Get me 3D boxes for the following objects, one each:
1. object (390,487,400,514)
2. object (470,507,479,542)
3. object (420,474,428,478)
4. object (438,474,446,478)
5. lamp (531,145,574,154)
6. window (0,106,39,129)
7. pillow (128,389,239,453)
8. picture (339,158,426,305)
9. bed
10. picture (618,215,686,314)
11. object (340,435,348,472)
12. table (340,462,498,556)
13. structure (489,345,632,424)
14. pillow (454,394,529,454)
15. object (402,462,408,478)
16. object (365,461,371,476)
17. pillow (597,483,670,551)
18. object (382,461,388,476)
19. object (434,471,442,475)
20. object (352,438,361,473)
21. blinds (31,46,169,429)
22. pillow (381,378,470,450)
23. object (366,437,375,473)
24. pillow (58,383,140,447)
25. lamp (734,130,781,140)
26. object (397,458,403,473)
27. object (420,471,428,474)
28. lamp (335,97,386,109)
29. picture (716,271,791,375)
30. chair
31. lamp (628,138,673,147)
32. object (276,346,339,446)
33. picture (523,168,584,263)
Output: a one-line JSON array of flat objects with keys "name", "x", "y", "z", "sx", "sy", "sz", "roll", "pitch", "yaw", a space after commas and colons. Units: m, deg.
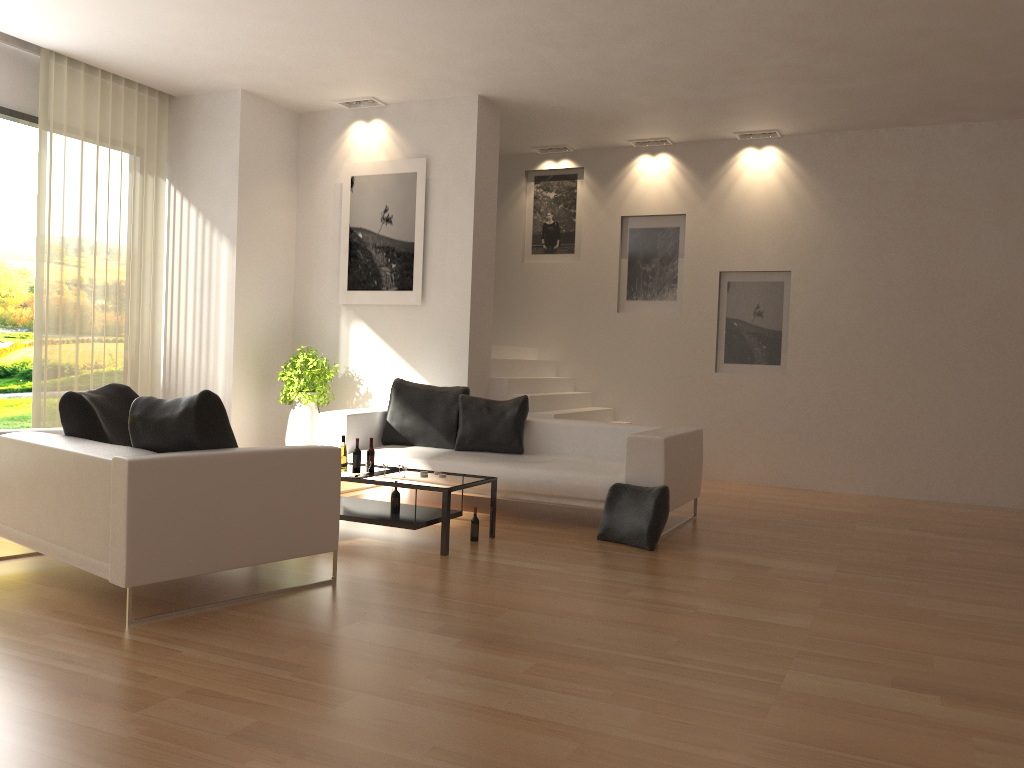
[{"name": "object", "x": -0.801, "y": 0.786, "z": 6.109, "sx": 0.065, "sy": 0.217, "sz": 0.065, "roll": 2, "pitch": 2, "yaw": 7}, {"name": "object", "x": -0.255, "y": 0.964, "z": 6.084, "sx": 0.059, "sy": 0.244, "sz": 0.059, "roll": 2, "pitch": 2, "yaw": 2}, {"name": "object", "x": -0.595, "y": 0.622, "z": 6.015, "sx": 0.052, "sy": 0.021, "sz": 0.052, "roll": 1, "pitch": 2, "yaw": -42}, {"name": "object", "x": -0.475, "y": 0.626, "z": 6.046, "sx": 0.052, "sy": 0.021, "sz": 0.052, "roll": 2, "pitch": 2, "yaw": 3}, {"name": "lamp", "x": 0.484, "y": -2.839, "z": 10.455, "sx": 0.446, "sy": 0.166, "sz": 0.243, "roll": 3, "pitch": 2, "yaw": 25}, {"name": "window", "x": -4.902, "y": -0.744, "z": 6.571, "sx": 0.152, "sy": 3.189, "sz": 5.198, "roll": 3, "pitch": 2, "yaw": 25}, {"name": "pillow", "x": -1.652, "y": 0.352, "z": 4.524, "sx": 0.506, "sy": 0.666, "sz": 0.324, "roll": 3, "pitch": 2, "yaw": 15}, {"name": "picture", "x": -1.304, "y": -1.513, "z": 8.863, "sx": 0.979, "sy": 1.431, "sz": 0.004, "roll": 3, "pitch": 2, "yaw": 25}, {"name": "bed", "x": -0.060, "y": 0.671, "z": 7.504, "sx": 3.075, "sy": 0.761, "sz": 1.262, "roll": 3, "pitch": 2, "yaw": 25}, {"name": "picture", "x": 1.607, "y": -1.368, "z": 10.160, "sx": 0.802, "sy": 1.155, "sz": 0.005, "roll": 3, "pitch": 2, "yaw": 25}, {"name": "object", "x": -1.184, "y": 0.488, "z": 6.218, "sx": 0.068, "sy": 0.257, "sz": 0.067, "roll": 4, "pitch": 2, "yaw": 43}, {"name": "table", "x": -0.968, "y": 0.850, "z": 6.232, "sx": 1.566, "sy": 0.460, "sz": 0.709, "roll": 3, "pitch": 2, "yaw": 25}, {"name": "structure", "x": -0.560, "y": 0.254, "z": 10.105, "sx": 4.625, "sy": 1.403, "sz": 1.839, "roll": 3, "pitch": 2, "yaw": 25}, {"name": "pillow", "x": -0.173, "y": 0.346, "z": 7.737, "sx": 0.628, "sy": 0.524, "sz": 0.270, "roll": 2, "pitch": 2, "yaw": 9}, {"name": "object", "x": -0.728, "y": 0.584, "z": 6.015, "sx": 0.039, "sy": 0.101, "sz": 0.039, "roll": 2, "pitch": 2, "yaw": -17}, {"name": "object", "x": -0.978, "y": 0.574, "z": 6.029, "sx": 0.039, "sy": 0.101, "sz": 0.039, "roll": 2, "pitch": 2, "yaw": -23}, {"name": "pillow", "x": 0.877, "y": 0.926, "z": 6.244, "sx": 0.503, "sy": 0.457, "sz": 0.340, "roll": 4, "pitch": 2, "yaw": 44}, {"name": "object", "x": -0.869, "y": 0.577, "z": 6.075, "sx": 0.039, "sy": 0.101, "sz": 0.039, "roll": 2, "pitch": 2, "yaw": -17}, {"name": "object", "x": -0.518, "y": 0.621, "z": 6.181, "sx": 0.052, "sy": 0.021, "sz": 0.052, "roll": 2, "pitch": 2, "yaw": 3}, {"name": "object", "x": -1.080, "y": 0.500, "z": 6.176, "sx": 0.059, "sy": 0.244, "sz": 0.059, "roll": 3, "pitch": 2, "yaw": 25}, {"name": "blinds", "x": -3.838, "y": -1.079, "z": 8.302, "sx": 0.143, "sy": 3.861, "sz": 1.409, "roll": 3, "pitch": 2, "yaw": 22}, {"name": "pillow", "x": -0.769, "y": 0.292, "z": 7.993, "sx": 0.755, "sy": 0.666, "sz": 0.346, "roll": 3, "pitch": 2, "yaw": 11}, {"name": "object", "x": -0.993, "y": 0.500, "z": 6.237, "sx": 0.057, "sy": 0.248, "sz": 0.057, "roll": 4, "pitch": 2, "yaw": 43}, {"name": "pillow", "x": -2.371, "y": 0.298, "z": 5.244, "sx": 0.291, "sy": 0.598, "sz": 0.660, "roll": 3, "pitch": 2, "yaw": 14}, {"name": "lamp", "x": 2.623, "y": -2.730, "z": 9.453, "sx": 0.446, "sy": 0.166, "sz": 0.243, "roll": 3, "pitch": 2, "yaw": 25}, {"name": "object", "x": -0.790, "y": 0.576, "z": 6.236, "sx": 0.039, "sy": 0.101, "sz": 0.039, "roll": 2, "pitch": 2, "yaw": -17}, {"name": "object", "x": -0.611, "y": 0.617, "z": 6.161, "sx": 0.052, "sy": 0.021, "sz": 0.052, "roll": 2, "pitch": 2, "yaw": 3}, {"name": "lamp", "x": -1.508, "y": -2.872, "z": 8.835, "sx": 0.446, "sy": 0.166, "sz": 0.243, "roll": 3, "pitch": 2, "yaw": 25}, {"name": "picture", "x": 2.636, "y": -0.664, "z": 9.683, "sx": 0.802, "sy": 1.155, "sz": 0.005, "roll": 3, "pitch": 2, "yaw": 25}, {"name": "chair", "x": -1.937, "y": 0.667, "z": 4.948, "sx": 1.671, "sy": 0.761, "sz": 1.262, "roll": 4, "pitch": 2, "yaw": 40}, {"name": "lamp", "x": 1.561, "y": -2.784, "z": 9.951, "sx": 0.446, "sy": 0.166, "sz": 0.243, "roll": 3, "pitch": 2, "yaw": 25}, {"name": "object", "x": -2.051, "y": 0.277, "z": 8.856, "sx": 0.570, "sy": 1.324, "sz": 0.631, "roll": 3, "pitch": 2, "yaw": 40}, {"name": "picture", "x": 0.503, "y": -2.022, "z": 10.672, "sx": 0.802, "sy": 1.155, "sz": 0.005, "roll": 3, "pitch": 2, "yaw": 25}]
